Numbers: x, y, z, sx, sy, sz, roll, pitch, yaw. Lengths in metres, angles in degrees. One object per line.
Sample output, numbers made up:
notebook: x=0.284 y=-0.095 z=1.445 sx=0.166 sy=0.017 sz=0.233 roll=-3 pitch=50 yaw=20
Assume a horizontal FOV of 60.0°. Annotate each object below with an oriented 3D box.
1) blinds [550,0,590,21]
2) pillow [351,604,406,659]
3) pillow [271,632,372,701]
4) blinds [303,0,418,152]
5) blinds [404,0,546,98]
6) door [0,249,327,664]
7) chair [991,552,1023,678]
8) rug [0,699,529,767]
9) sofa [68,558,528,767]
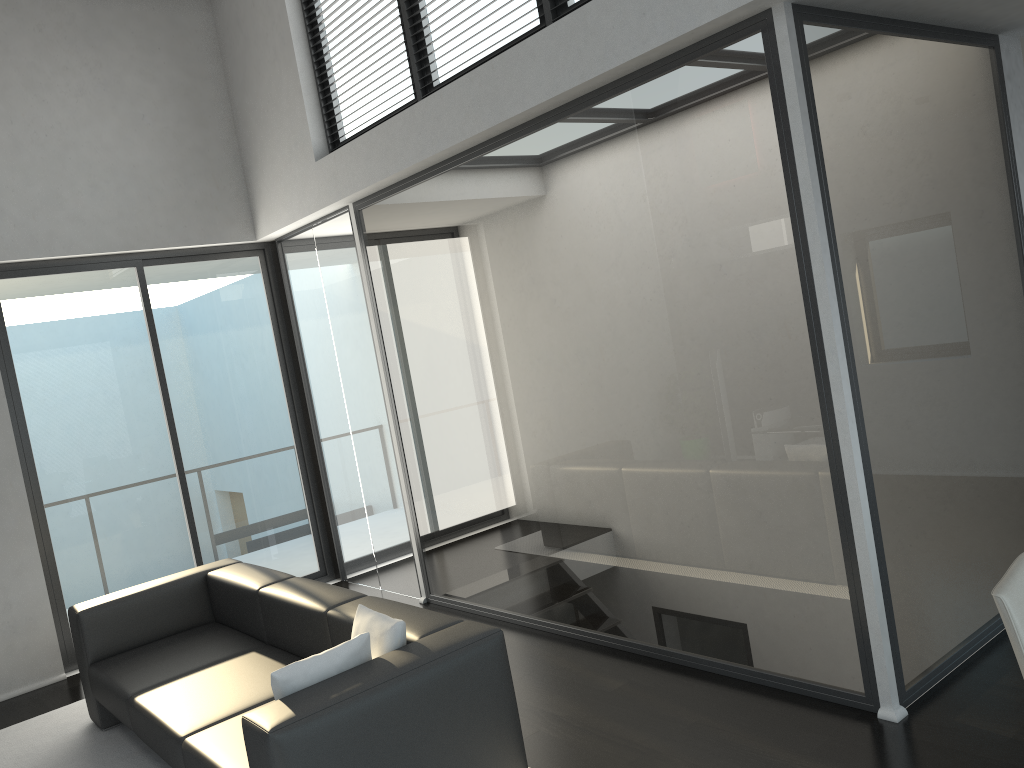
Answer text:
blinds: x=0.409 y=-2.370 z=3.609 sx=0.048 sy=1.372 sz=1.076 roll=-13 pitch=4 yaw=-38
pillow: x=-0.510 y=1.044 z=3.322 sx=0.169 sy=0.361 sz=0.376 roll=-13 pitch=4 yaw=-36
pillow: x=-0.655 y=1.086 z=3.079 sx=0.376 sy=0.358 sz=0.186 roll=-13 pitch=4 yaw=-37
blinds: x=-0.967 y=-2.235 z=5.372 sx=0.048 sy=1.372 sz=1.076 roll=-13 pitch=4 yaw=-38
blinds: x=-0.279 y=-2.302 z=4.491 sx=0.048 sy=1.372 sz=1.076 roll=-13 pitch=4 yaw=-38
door: x=-2.424 y=0.401 z=6.355 sx=1.900 sy=2.600 sz=0.050 roll=-13 pitch=4 yaw=-38
chair: x=1.438 y=0.875 z=1.869 sx=0.612 sy=0.959 sz=0.471 roll=-7 pitch=5 yaw=42
rug: x=-1.354 y=1.740 z=3.803 sx=1.875 sy=0.009 sz=3.695 roll=-13 pitch=4 yaw=-38
sofa: x=-1.159 y=1.344 z=4.001 sx=0.943 sy=0.652 sz=2.781 roll=-13 pitch=4 yaw=-38
